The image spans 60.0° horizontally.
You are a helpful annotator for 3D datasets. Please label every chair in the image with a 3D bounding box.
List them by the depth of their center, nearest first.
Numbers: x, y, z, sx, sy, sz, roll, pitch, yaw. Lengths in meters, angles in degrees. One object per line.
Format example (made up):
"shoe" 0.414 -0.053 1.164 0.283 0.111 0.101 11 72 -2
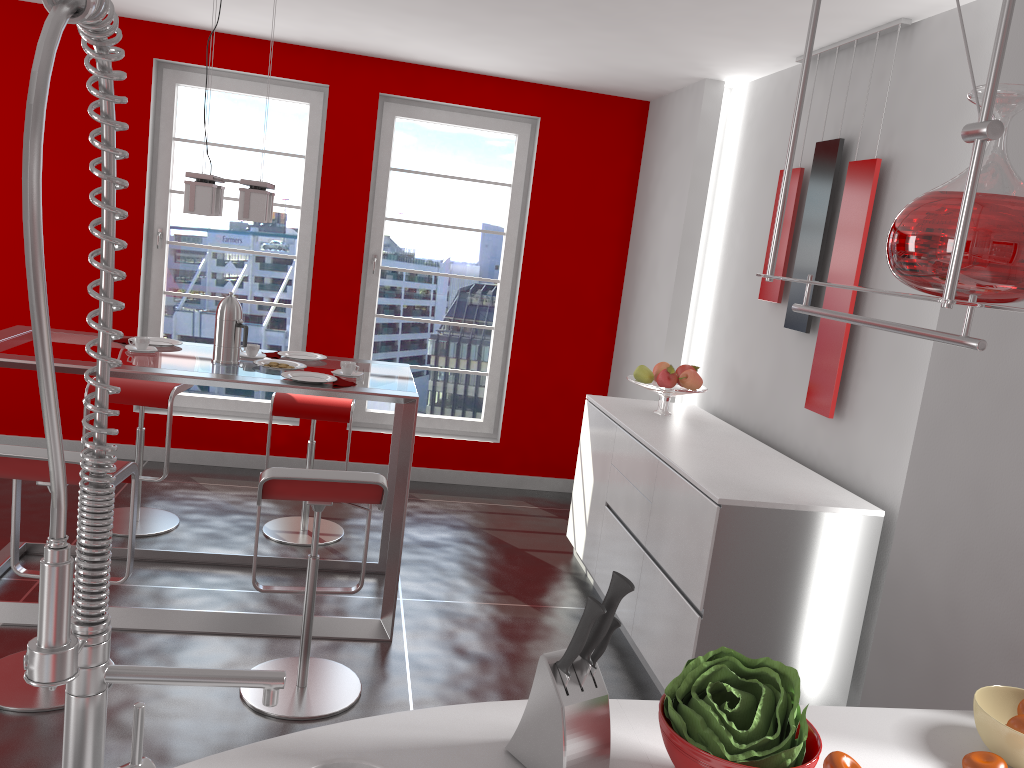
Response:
"chair" -1.499 0.570 2.876 0.418 0.857 0.460 6 9 -6
"chair" -0.680 0.651 3.022 0.418 0.857 0.460 5 10 -15
"chair" -1.844 0.274 4.418 0.418 0.857 0.460 7 9 -3
"chair" -1.038 0.349 4.586 0.418 0.857 0.460 6 9 -8

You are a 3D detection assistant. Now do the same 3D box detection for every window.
"window" -1.734 -0.830 5.500 0.938 2.038 0.117 6 9 -10
"window" -0.461 -0.707 5.734 0.938 2.038 0.117 6 9 -10

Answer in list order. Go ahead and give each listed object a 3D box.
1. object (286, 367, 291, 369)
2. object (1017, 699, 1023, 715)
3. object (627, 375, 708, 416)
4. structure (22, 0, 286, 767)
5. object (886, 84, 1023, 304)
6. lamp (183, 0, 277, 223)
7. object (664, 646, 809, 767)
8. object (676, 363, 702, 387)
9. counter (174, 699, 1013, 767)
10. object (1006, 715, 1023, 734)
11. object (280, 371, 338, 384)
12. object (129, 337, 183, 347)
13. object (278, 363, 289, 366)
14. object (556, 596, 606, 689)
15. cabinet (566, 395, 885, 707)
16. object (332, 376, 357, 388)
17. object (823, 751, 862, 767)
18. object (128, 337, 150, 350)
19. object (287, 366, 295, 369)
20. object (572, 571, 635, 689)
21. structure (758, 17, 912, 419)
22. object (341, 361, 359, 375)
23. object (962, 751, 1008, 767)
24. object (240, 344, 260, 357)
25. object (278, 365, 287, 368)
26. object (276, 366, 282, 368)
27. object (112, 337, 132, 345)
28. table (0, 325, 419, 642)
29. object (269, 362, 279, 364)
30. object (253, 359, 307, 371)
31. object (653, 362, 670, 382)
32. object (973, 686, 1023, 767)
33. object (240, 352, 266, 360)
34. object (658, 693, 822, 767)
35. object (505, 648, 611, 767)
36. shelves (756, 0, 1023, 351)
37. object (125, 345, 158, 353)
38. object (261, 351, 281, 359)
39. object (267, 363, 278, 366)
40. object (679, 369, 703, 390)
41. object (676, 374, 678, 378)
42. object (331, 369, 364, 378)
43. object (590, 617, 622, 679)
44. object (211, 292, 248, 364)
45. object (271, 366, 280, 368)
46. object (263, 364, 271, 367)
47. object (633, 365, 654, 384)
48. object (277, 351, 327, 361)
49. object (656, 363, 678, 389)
"object" -0.914 -0.064 3.600 0.036 0.006 0.034 6 9 -10
"object" 0.890 0.565 1.502 0.065 0.052 0.062 3 10 -26
"object" 0.753 0.070 4.373 0.398 0.159 0.398 15 12 38
"structure" -0.373 0.112 0.861 0.178 0.920 0.308 13 11 32
"object" 0.608 -0.239 1.137 0.213 0.266 0.213 10 10 17
"lamp" -1.061 -1.162 3.450 0.304 1.025 0.304 6 9 -10
"object" 0.314 0.488 1.268 0.198 0.182 0.193 6 9 -5
"object" 0.863 -0.049 4.406 0.117 0.129 0.150 14 11 36
"counter" 0.174 1.118 0.752 1.868 0.880 2.865 11 10 23
"object" 0.847 0.568 1.453 0.066 0.049 0.062 7 9 -3
"object" -0.785 -0.022 3.434 0.217 0.015 0.217 12 10 25
"object" -1.530 -0.178 3.810 0.217 0.015 0.217 9 9 13
"object" -0.939 -0.080 3.641 0.036 0.006 0.034 12 10 26
"object" 0.070 0.419 1.252 0.012 0.279 0.130 0 12 -39
"cabinet" 0.781 0.676 3.930 0.610 0.880 1.802 6 9 -10
"object" -0.650 -0.006 3.453 0.095 0.012 0.234 6 9 -10
"object" 0.505 0.590 1.344 0.064 0.048 0.063 1 11 -32
"object" -1.509 -0.164 3.598 0.078 0.049 0.062 9 9 12
"object" -0.911 -0.069 3.637 0.036 0.006 0.034 3 10 -26
"object" 0.099 0.405 1.259 0.014 0.322 0.150 0 12 -39
"structure" 1.280 -0.672 3.746 0.040 1.503 0.820 6 9 -10
"object" -0.666 -0.064 3.638 0.078 0.049 0.062 5 9 -11
"object" 0.751 0.613 1.410 0.065 0.047 0.063 5 9 -11
"object" -1.113 -0.143 3.777 0.078 0.049 0.062 12 11 29
"object" -0.932 -0.072 3.600 0.034 0.006 0.036 4 10 -22
"object" -0.953 -0.072 3.621 0.036 0.006 0.034 8 9 7
"object" -1.666 -0.190 3.788 0.095 0.012 0.234 5 9 -12
"table" -1.312 0.387 3.695 1.700 1.000 0.800 6 9 -10
"object" -0.980 -0.086 3.648 0.034 0.006 0.036 7 9 1
"object" -0.950 -0.075 3.632 0.217 0.015 0.217 12 10 26
"object" 0.755 -0.059 4.462 0.096 0.105 0.117 10 10 18
"object" 0.879 0.597 1.488 0.201 0.086 0.201 6 9 -9
"object" -1.109 -0.118 3.777 0.119 0.016 0.119 5 9 -13
"object" 0.317 0.541 1.279 0.229 0.118 0.228 0 12 -39
"object" 0.074 0.475 1.293 0.091 0.178 0.137 0 12 -37
"shelves" 0.928 -0.536 1.156 0.934 1.023 0.462 6 9 -10
"object" -1.504 -0.140 3.601 0.119 0.016 0.119 2 11 -30
"object" -1.064 -0.132 3.905 0.095 0.012 0.234 5 9 -12
"object" -0.973 -0.078 3.608 0.036 0.006 0.034 9 9 13
"object" 0.871 -0.020 4.281 0.121 0.101 0.097 2 11 -31
"object" 0.776 -0.021 4.384 0.086 0.079 0.084 10 10 17
"object" -0.676 -0.041 3.641 0.119 0.016 0.119 9 9 9
"object" 0.114 0.417 1.284 0.009 0.197 0.091 0 12 -39
"object" -1.129 -0.229 3.586 0.149 0.287 0.113 7 9 -2
"object" -0.957 -0.066 3.584 0.036 0.006 0.034 5 9 -11
"object" -0.992 -0.075 3.611 0.034 0.006 0.036 9 9 11
"object" 0.651 -0.047 4.358 0.100 0.086 0.083 15 12 38
"object" -0.928 -0.120 3.927 0.217 0.015 0.217 1 11 -34
"object" 0.741 -0.040 4.266 0.097 0.133 0.117 4 10 -21
